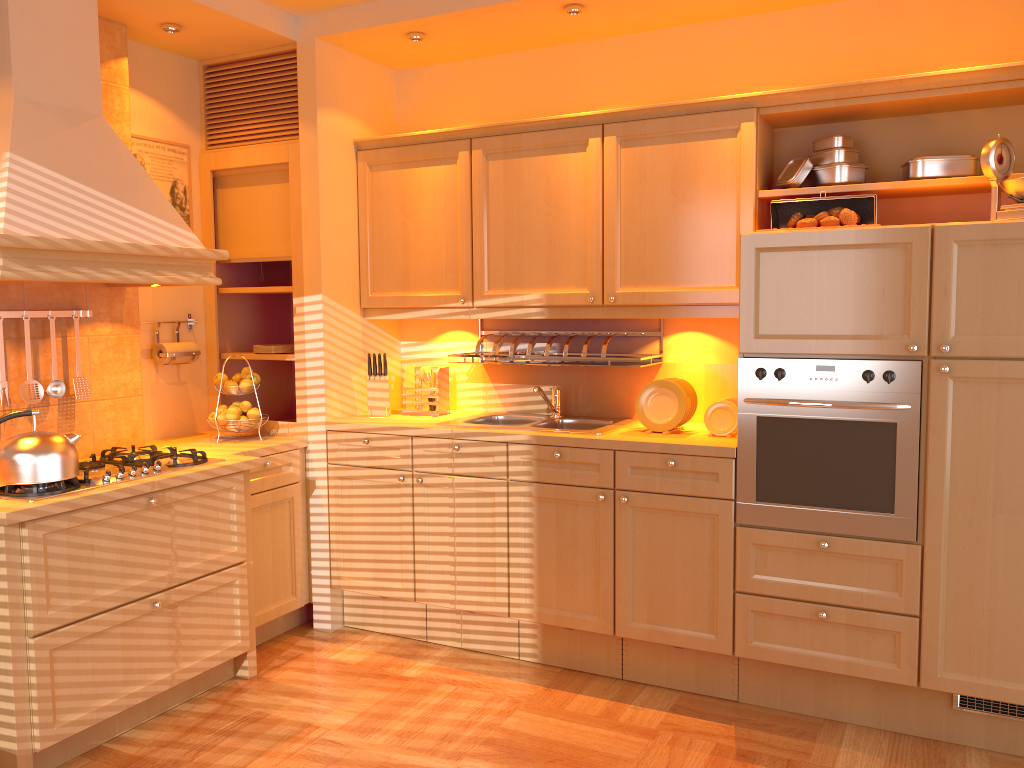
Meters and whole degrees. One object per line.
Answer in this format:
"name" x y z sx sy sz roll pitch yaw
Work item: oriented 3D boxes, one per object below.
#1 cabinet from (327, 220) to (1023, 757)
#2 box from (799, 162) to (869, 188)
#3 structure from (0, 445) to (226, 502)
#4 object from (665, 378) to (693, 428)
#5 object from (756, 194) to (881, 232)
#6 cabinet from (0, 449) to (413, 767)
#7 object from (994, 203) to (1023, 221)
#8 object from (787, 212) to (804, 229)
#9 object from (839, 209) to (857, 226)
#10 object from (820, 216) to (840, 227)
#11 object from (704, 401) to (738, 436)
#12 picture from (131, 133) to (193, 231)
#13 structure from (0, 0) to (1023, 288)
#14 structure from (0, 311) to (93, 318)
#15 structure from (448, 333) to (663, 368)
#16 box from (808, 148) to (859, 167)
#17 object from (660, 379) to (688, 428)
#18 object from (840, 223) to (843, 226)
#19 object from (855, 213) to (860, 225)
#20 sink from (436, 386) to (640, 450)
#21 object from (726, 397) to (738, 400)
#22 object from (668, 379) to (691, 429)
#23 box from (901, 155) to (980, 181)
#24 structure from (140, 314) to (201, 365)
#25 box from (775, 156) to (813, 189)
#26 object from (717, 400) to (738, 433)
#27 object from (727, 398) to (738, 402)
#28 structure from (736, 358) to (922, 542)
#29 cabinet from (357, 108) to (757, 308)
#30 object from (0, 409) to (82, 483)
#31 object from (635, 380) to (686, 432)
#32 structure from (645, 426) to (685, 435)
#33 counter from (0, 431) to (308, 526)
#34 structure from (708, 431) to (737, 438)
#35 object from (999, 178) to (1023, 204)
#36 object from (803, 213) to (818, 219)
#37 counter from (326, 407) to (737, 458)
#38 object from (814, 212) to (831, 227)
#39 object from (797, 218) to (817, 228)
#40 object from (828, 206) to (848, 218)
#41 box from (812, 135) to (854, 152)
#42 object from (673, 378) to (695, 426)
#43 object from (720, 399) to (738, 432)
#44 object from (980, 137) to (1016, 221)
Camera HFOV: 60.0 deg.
"cabinet" 0.645 0.296 3.491 3.000 1.700 0.625 2 6 27
"box" 1.197 -0.765 3.316 0.169 0.090 0.242 -3 5 -27
"structure" -1.491 0.295 3.137 0.494 0.051 0.797 2 6 27
"object" 0.620 0.078 3.526 0.205 0.200 0.049 2 6 29
"object" 1.085 -0.590 3.098 0.400 0.123 0.280 2 6 28
"cabinet" -1.309 0.763 3.283 1.141 0.840 2.850 2 6 27
"object" 1.623 -0.530 2.757 0.179 0.053 0.156 -3 6 -28
"object" 1.005 -0.575 3.144 0.055 0.064 0.069 2 6 32
"object" 1.139 -0.562 3.004 0.066 0.064 0.045 -2 5 -11
"object" 1.082 -0.552 3.017 0.065 0.036 0.062 4 6 40
"object" 0.790 0.130 3.347 0.133 0.129 0.037 2 6 27
"picture" -1.561 -0.837 3.927 0.007 0.491 0.366 2 6 27
"structure" 0.066 -0.839 3.027 4.091 1.148 1.061 0 5 1
"structure" -1.745 -0.253 3.213 0.009 0.024 0.506 2 6 27
"structure" 0.181 -0.154 3.872 0.900 0.126 0.300 2 6 27
"box" 1.197 -0.834 3.310 0.124 0.066 0.177 -3 5 -27
"object" 0.592 0.082 3.478 0.205 0.200 0.049 2 6 29
"object" 1.134 -0.555 3.045 0.065 0.036 0.062 2 6 30
"object" 1.177 -0.571 3.084 0.066 0.058 0.065 1 5 19
"sink" 0.114 0.175 3.765 0.746 0.336 0.465 2 6 27
"object" 0.868 0.117 3.492 0.133 0.129 0.037 2 6 29
"object" 0.606 0.080 3.502 0.205 0.200 0.049 2 6 29
"box" 1.518 -0.754 3.145 0.242 0.090 0.169 0 5 8
"structure" -1.505 -0.199 3.948 0.126 0.220 0.320 2 6 27
"box" 1.052 -0.782 3.303 0.117 0.129 0.098 -3 5 -27
"object" 0.803 0.128 3.371 0.133 0.129 0.037 2 6 27
"object" 0.842 0.121 3.444 0.133 0.129 0.037 2 6 27
"structure" 1.035 0.210 2.948 0.576 0.583 0.066 2 6 27
"cabinet" 0.168 -0.693 3.811 1.792 0.712 0.332 2 6 27
"object" -1.524 0.188 2.831 0.242 0.215 0.251 1 5 14
"object" 0.578 0.085 3.454 0.205 0.200 0.049 2 6 29
"structure" 0.607 0.181 3.505 0.084 0.010 0.219 2 6 30
"counter" -1.614 0.344 3.063 0.770 0.038 2.250 2 6 27
"structure" 0.830 0.186 3.426 0.084 0.010 0.219 2 6 28
"object" 1.622 -0.594 2.751 0.199 0.075 0.199 -1 5 -4
"object" 1.068 -0.577 3.158 0.069 0.061 0.037 0 5 11
"counter" 0.116 0.187 3.768 1.800 0.038 0.600 2 6 27
"object" 1.076 -0.567 3.074 0.065 0.056 0.056 0 5 11
"object" 1.017 -0.553 3.056 0.069 0.034 0.066 -5 7 -44
"object" 1.129 -0.593 3.064 0.061 0.047 0.063 -2 5 -15
"box" 1.196 -0.889 3.305 0.098 0.052 0.140 -3 5 -27
"object" 0.634 0.076 3.550 0.205 0.200 0.049 2 6 29
"object" 0.829 0.123 3.420 0.133 0.129 0.037 2 6 27
"object" 1.564 -0.653 2.854 0.134 0.271 0.039 -3 6 -28
